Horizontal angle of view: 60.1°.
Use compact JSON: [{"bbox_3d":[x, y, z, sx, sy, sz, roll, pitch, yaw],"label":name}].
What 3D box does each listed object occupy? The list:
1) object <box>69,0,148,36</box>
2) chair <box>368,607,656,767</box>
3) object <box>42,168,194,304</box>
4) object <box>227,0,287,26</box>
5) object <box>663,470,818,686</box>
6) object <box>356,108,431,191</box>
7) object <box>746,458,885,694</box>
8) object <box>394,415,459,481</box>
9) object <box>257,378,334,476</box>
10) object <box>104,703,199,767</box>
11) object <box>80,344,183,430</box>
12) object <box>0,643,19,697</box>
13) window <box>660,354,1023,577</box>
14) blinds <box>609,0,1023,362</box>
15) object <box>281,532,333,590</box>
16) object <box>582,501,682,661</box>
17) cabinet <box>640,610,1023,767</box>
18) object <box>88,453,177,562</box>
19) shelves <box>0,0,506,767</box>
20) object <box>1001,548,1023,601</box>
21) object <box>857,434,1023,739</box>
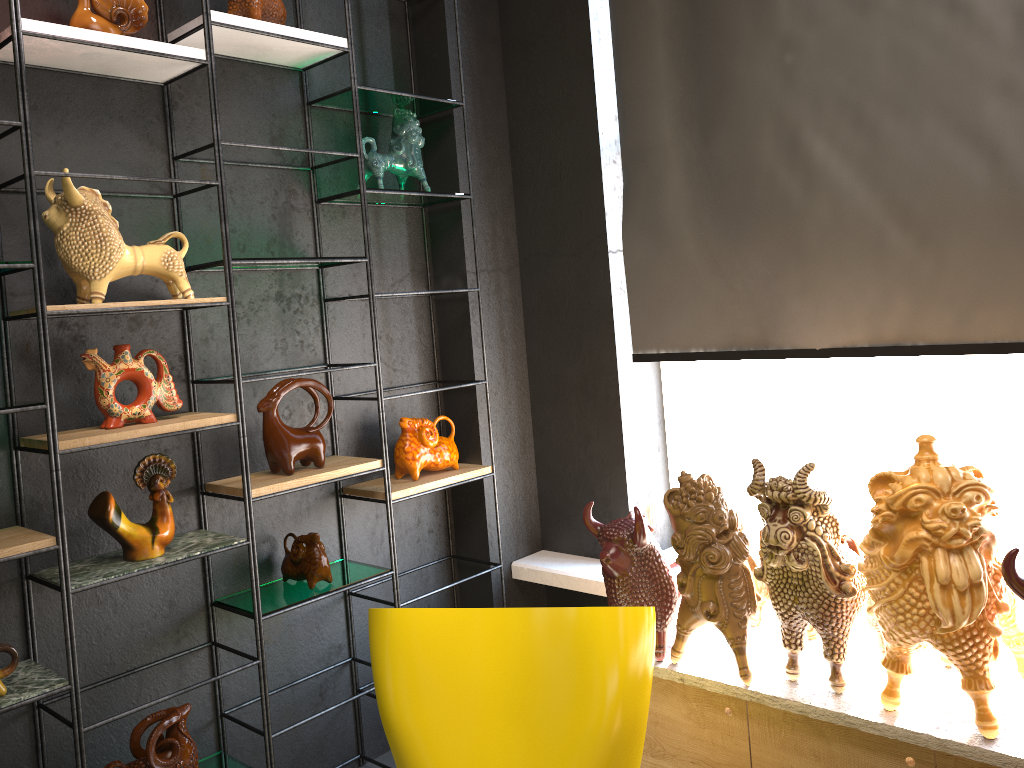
[{"bbox_3d":[-1.096,-1.009,2.383,0.234,0.209,0.107,-6,2,-30],"label":"object"},{"bbox_3d":[-0.028,0.936,1.773,0.657,0.895,1.073,-4,3,13],"label":"chair"},{"bbox_3d":[-1.049,-0.383,2.363,0.371,0.351,0.175,-7,3,-42],"label":"object"},{"bbox_3d":[-0.783,-1.199,2.731,0.126,0.249,0.254,-4,3,13],"label":"object"},{"bbox_3d":[0.630,0.482,2.427,0.477,0.544,0.249,-7,2,-40],"label":"object"},{"bbox_3d":[-0.423,-0.825,3.111,0.151,0.332,0.290,-4,3,35],"label":"object"},{"bbox_3d":[0.769,0.458,2.256,0.271,0.578,0.432,-4,2,36],"label":"object"},{"bbox_3d":[-0.302,0.214,3.148,0.138,0.222,0.279,-3,4,43],"label":"object"},{"bbox_3d":[-0.677,0.128,2.749,0.114,0.290,0.250,-3,3,43],"label":"object"},{"bbox_3d":[-0.962,1.016,2.350,0.126,0.249,0.254,-3,3,43],"label":"object"},{"bbox_3d":[-1.026,0.002,2.400,0.060,0.223,0.268,-4,3,43],"label":"object"},{"bbox_3d":[-1.293,0.625,2.015,0.310,0.235,0.155,-8,4,-44],"label":"object"},{"bbox_3d":[1.361,-0.941,2.660,2.304,3.162,0.051,-3,2,43],"label":"window"},{"bbox_3d":[-1.084,-0.940,3.868,3.533,3.301,12.716,-6,5,-27],"label":"blinds"},{"bbox_3d":[-0.654,0.542,2.776,0.210,0.168,0.105,-2,3,42],"label":"object"},{"bbox_3d":[0.420,0.527,2.559,0.464,0.440,0.219,-7,3,-42],"label":"object"},{"bbox_3d":[1.394,1.002,1.768,2.726,0.529,0.406,0,5,43],"label":"cabinet"},{"bbox_3d":[-1.002,0.330,2.376,0.123,0.270,0.228,-3,3,43],"label":"object"},{"bbox_3d":[-1.247,-0.517,2.195,0.274,3.902,3.005,-4,2,43],"label":"shelves"},{"bbox_3d":[1.208,0.525,1.835,0.464,0.440,0.219,-7,3,-42],"label":"object"},{"bbox_3d":[0.993,0.423,2.031,0.471,0.654,0.307,-7,2,-42],"label":"object"}]
